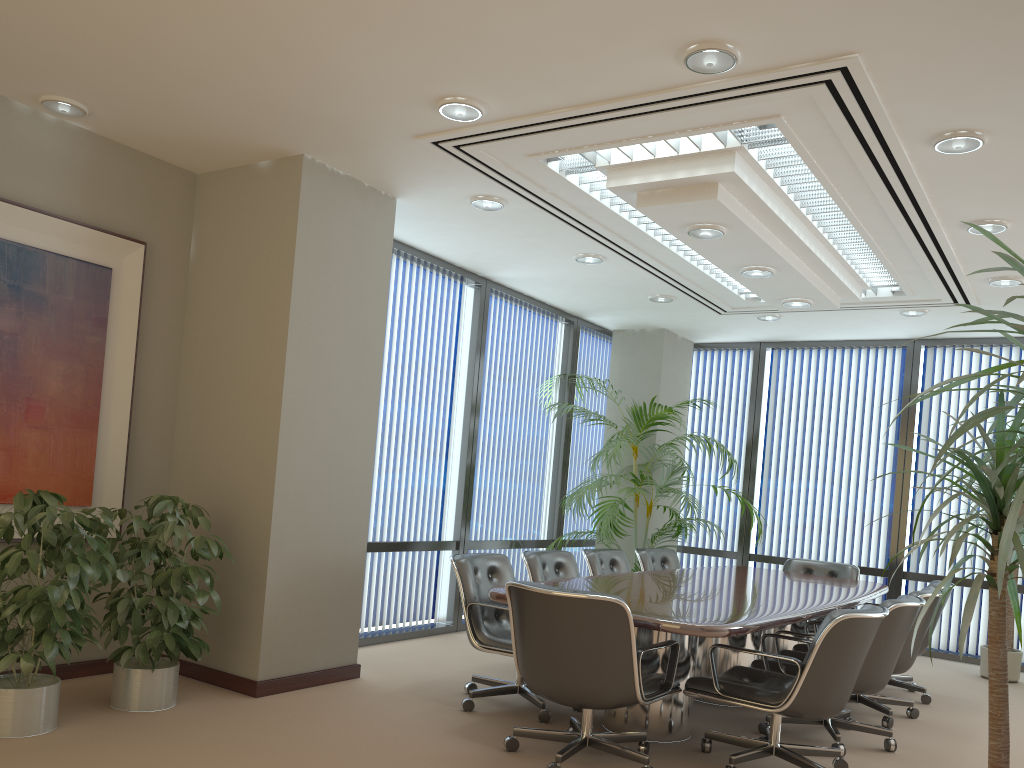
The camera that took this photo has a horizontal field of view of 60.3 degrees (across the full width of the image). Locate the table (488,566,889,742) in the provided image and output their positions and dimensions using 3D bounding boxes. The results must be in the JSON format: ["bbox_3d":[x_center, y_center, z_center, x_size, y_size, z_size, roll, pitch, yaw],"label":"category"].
[{"bbox_3d":[1.424,1.716,5.880,1.503,0.747,4.102,1,-7,33],"label":"table"}]

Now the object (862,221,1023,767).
[{"bbox_3d":[1.263,0.532,2.072,0.805,1.828,0.820,5,-1,9],"label":"object"}]

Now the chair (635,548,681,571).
[{"bbox_3d":[1.438,1.833,7.363,0.850,0.856,0.764,2,-4,39],"label":"chair"}]

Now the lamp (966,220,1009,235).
[{"bbox_3d":[2.782,-0.912,5.163,0.226,0.035,0.225,9,-7,-32],"label":"lamp"}]

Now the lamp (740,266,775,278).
[{"bbox_3d":[1.636,-0.739,5.879,0.226,0.035,0.225,9,-7,-32],"label":"lamp"}]

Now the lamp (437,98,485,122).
[{"bbox_3d":[-0.242,-1.284,4.148,0.226,0.035,0.225,10,-8,-39],"label":"lamp"}]

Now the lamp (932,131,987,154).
[{"bbox_3d":[2.050,-1.102,4.046,0.224,0.035,0.227,2,-7,23],"label":"lamp"}]

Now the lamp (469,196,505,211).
[{"bbox_3d":[-0.154,-1.122,5.502,0.226,0.035,0.225,10,-8,-39],"label":"lamp"}]

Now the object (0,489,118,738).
[{"bbox_3d":[-2.187,1.030,4.044,0.796,1.091,0.740,4,-2,15],"label":"object"}]

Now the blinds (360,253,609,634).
[{"bbox_3d":[-0.101,0.687,8.118,0.031,2.898,4.934,5,-4,34],"label":"blinds"}]

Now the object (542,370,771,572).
[{"bbox_3d":[1.170,1.118,8.457,2.179,2.472,2.085,7,-4,-36],"label":"object"}]

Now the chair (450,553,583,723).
[{"bbox_3d":[0.042,1.472,5.237,0.850,0.857,0.764,3,-4,29],"label":"chair"}]

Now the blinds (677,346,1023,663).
[{"bbox_3d":[3.565,1.082,8.855,4.917,2.902,0.051,2,-2,33],"label":"blinds"}]

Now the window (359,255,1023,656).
[{"bbox_3d":[1.753,0.897,8.521,7.385,2.906,3.543,6,-4,-11],"label":"window"}]

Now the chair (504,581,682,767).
[{"bbox_3d":[0.375,1.383,4.215,0.756,0.856,0.859,3,-4,34],"label":"chair"}]

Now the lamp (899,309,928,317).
[{"bbox_3d":[3.388,-0.599,7.448,0.224,0.035,0.227,2,-7,23],"label":"lamp"}]

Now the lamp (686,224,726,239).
[{"bbox_3d":[1.118,-0.873,5.090,0.226,0.035,0.225,10,-8,-39],"label":"lamp"}]

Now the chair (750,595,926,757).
[{"bbox_3d":[1.868,1.605,5.049,0.850,0.856,0.764,3,-4,34],"label":"chair"}]

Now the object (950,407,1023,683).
[{"bbox_3d":[4.238,1.355,7.435,1.016,2.308,1.036,5,-1,9],"label":"object"}]

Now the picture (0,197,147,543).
[{"bbox_3d":[-2.568,-0.046,4.590,0.058,1.742,1.305,5,-2,34],"label":"picture"}]

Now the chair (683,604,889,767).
[{"bbox_3d":[1.349,1.480,4.337,0.855,0.856,0.758,2,-4,37],"label":"chair"}]

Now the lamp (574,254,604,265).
[{"bbox_3d":[0.578,-0.932,6.619,0.226,0.035,0.225,9,-7,-32],"label":"lamp"}]

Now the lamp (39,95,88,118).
[{"bbox_3d":[-2.297,-1.415,4.521,0.225,0.035,0.227,-1,-9,44],"label":"lamp"}]

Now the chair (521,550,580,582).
[{"bbox_3d":[0.474,1.592,5.969,0.850,0.856,0.764,3,-4,34],"label":"chair"}]

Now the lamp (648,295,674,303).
[{"bbox_3d":[1.310,-0.742,7.735,0.226,0.035,0.225,9,-7,-32],"label":"lamp"}]

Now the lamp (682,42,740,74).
[{"bbox_3d":[0.782,-1.275,3.472,0.224,0.035,0.227,0,-8,37],"label":"lamp"}]

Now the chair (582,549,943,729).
[{"bbox_3d":[1.636,1.719,6.218,2.521,0.856,0.764,1,-5,33],"label":"chair"}]

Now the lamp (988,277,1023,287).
[{"bbox_3d":[3.514,-0.722,6.279,0.226,0.035,0.225,9,-7,-32],"label":"lamp"}]

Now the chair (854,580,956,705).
[{"bbox_3d":[2.751,1.842,6.468,0.850,0.857,0.740,3,-4,29],"label":"chair"}]

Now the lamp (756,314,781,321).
[{"bbox_3d":[2.364,-0.608,8.124,0.225,0.035,0.227,-1,-9,44],"label":"lamp"}]

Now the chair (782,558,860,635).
[{"bbox_3d":[2.549,1.947,7.531,0.756,0.856,0.859,3,-4,34],"label":"chair"}]

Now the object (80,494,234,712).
[{"bbox_3d":[-1.893,1.120,4.609,0.739,1.091,0.798,6,-3,-25],"label":"object"}]

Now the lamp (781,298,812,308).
[{"bbox_3d":[2.153,-0.605,6.668,0.226,0.035,0.225,9,-7,-32],"label":"lamp"}]
